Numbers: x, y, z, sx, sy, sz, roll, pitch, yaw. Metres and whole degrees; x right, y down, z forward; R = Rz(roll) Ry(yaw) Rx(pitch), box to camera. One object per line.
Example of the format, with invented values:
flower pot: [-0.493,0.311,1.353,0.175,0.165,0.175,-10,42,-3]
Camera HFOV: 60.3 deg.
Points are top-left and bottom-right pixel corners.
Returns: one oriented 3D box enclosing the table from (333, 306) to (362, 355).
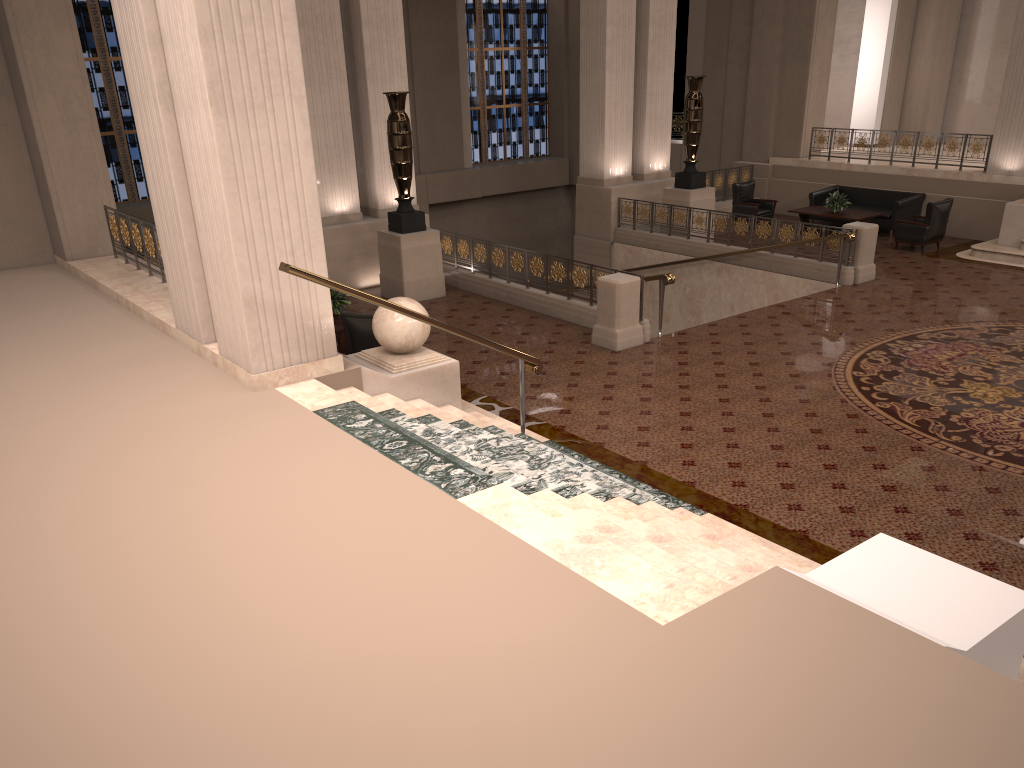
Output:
table: [-2.301,-0.637,10.746,0.825,0.455,1.438,-17,26,-34]

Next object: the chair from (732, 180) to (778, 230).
chair: [4.738,-3.519,17.320,0.634,0.882,0.701,-21,30,-38]

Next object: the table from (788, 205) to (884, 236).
table: [5.953,-2.964,16.314,0.825,0.455,1.438,-17,26,-34]

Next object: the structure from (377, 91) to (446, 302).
structure: [-1.515,-2.639,12.565,0.688,2.914,0.682,-19,30,-33]

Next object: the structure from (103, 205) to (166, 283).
structure: [-3.755,-1.387,9.353,0.031,0.653,3.601,-20,27,-34]

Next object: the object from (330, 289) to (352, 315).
object: [-2.164,-1.018,10.539,0.502,0.393,0.503,-3,22,-4]

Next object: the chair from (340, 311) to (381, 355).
chair: [-1.386,-0.417,9.469,0.646,0.882,0.688,4,24,12]

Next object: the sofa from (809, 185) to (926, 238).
sofa: [6.677,-3.297,16.751,0.860,0.739,1.874,-18,26,-34]

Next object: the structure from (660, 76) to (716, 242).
structure: [3.195,-3.967,15.743,0.688,2.914,0.682,-19,30,-33]

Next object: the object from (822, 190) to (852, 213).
object: [5.938,-3.344,16.119,0.502,0.393,0.503,-3,22,-4]

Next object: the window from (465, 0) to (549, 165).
window: [-0.249,-8.510,22.376,2.938,5.599,0.067,-18,29,-32]

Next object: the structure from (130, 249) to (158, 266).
structure: [-4.132,-1.753,12.696,2.494,0.684,0.031,-16,28,-33]

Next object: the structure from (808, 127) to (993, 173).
structure: [7.254,-4.491,16.779,0.031,0.653,3.601,-20,27,-34]

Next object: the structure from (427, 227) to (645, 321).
structure: [0.105,-1.633,12.326,0.078,0.561,4.810,-19,26,-33]

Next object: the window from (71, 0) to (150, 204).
window: [-8.498,-6.185,16.812,2.938,5.599,0.067,-18,29,-32]

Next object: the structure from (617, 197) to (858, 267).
structure: [3.468,-2.581,14.595,0.078,0.562,4.814,-20,27,-34]

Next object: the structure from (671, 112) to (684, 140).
structure: [3.442,-6.270,21.456,0.030,0.698,2.101,-20,27,-34]

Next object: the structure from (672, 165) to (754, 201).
structure: [4.166,-4.092,18.293,2.494,0.684,0.031,-16,28,-33]

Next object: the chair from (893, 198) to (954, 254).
chair: [6.945,-2.701,14.915,0.637,0.882,0.699,-18,28,-33]
